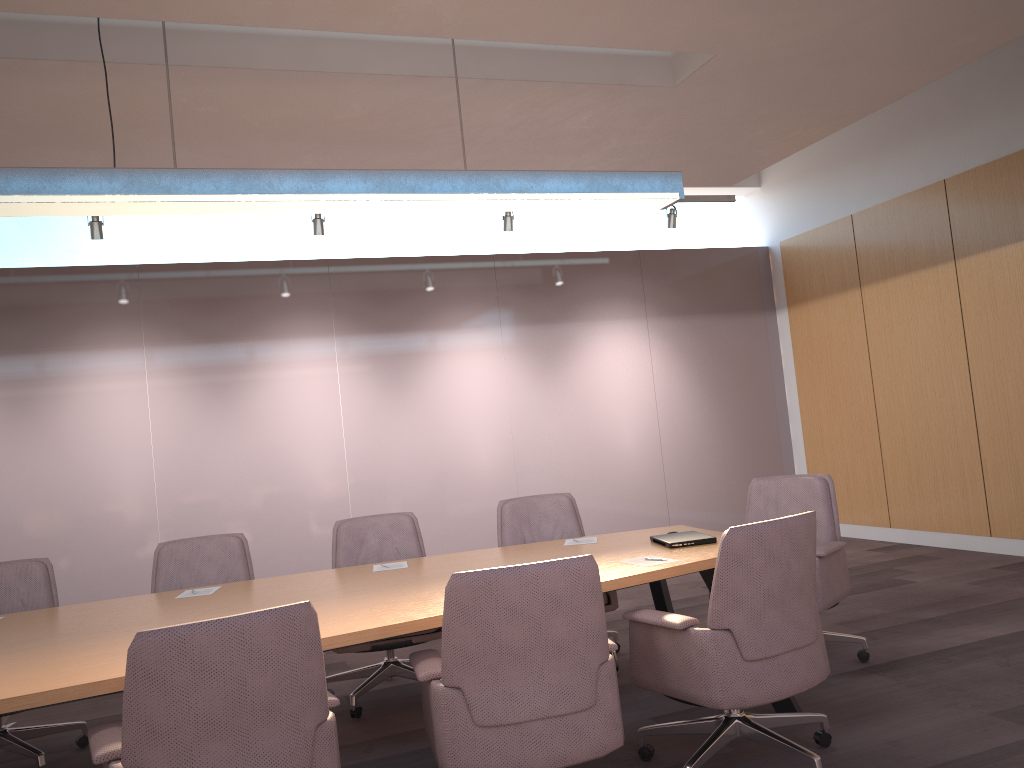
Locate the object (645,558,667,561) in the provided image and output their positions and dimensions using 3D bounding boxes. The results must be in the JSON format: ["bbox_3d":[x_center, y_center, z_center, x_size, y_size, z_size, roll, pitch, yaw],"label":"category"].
[{"bbox_3d":[0.608,0.738,3.731,0.009,0.009,0.125,-3,-4,-41],"label":"object"}]

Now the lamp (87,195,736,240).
[{"bbox_3d":[-2.657,-1.818,3.222,12.467,1.321,5.699,-5,-3,-20],"label":"lamp"}]

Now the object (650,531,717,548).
[{"bbox_3d":[0.806,0.736,4.205,0.231,0.026,0.325,-5,-3,-8],"label":"object"}]

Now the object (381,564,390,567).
[{"bbox_3d":[-0.632,0.902,4.407,0.009,0.009,0.125,-4,-4,-27],"label":"object"}]

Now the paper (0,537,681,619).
[{"bbox_3d":[-2.557,1.031,3.060,6.800,0.001,1.713,-5,-3,-20],"label":"paper"}]

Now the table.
[{"bbox_3d":[-2.602,1.410,3.002,8.000,0.748,1.885,-5,-3,-20],"label":"table"}]

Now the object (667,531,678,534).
[{"bbox_3d":[0.805,0.753,4.465,0.070,0.019,0.039,-4,-3,-26],"label":"object"}]

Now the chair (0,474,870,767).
[{"bbox_3d":[-2.715,1.318,2.979,9.673,0.948,3.001,-5,-3,-19],"label":"chair"}]

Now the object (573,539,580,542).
[{"bbox_3d":[0.333,0.815,4.625,0.009,0.009,0.125,-5,-3,-12],"label":"object"}]

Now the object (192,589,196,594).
[{"bbox_3d":[-1.505,0.980,4.193,0.009,0.009,0.125,-4,-3,-26],"label":"object"}]

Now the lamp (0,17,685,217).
[{"bbox_3d":[-2.546,-1.554,3.281,6.974,1.864,0.200,-5,-3,-20],"label":"lamp"}]
